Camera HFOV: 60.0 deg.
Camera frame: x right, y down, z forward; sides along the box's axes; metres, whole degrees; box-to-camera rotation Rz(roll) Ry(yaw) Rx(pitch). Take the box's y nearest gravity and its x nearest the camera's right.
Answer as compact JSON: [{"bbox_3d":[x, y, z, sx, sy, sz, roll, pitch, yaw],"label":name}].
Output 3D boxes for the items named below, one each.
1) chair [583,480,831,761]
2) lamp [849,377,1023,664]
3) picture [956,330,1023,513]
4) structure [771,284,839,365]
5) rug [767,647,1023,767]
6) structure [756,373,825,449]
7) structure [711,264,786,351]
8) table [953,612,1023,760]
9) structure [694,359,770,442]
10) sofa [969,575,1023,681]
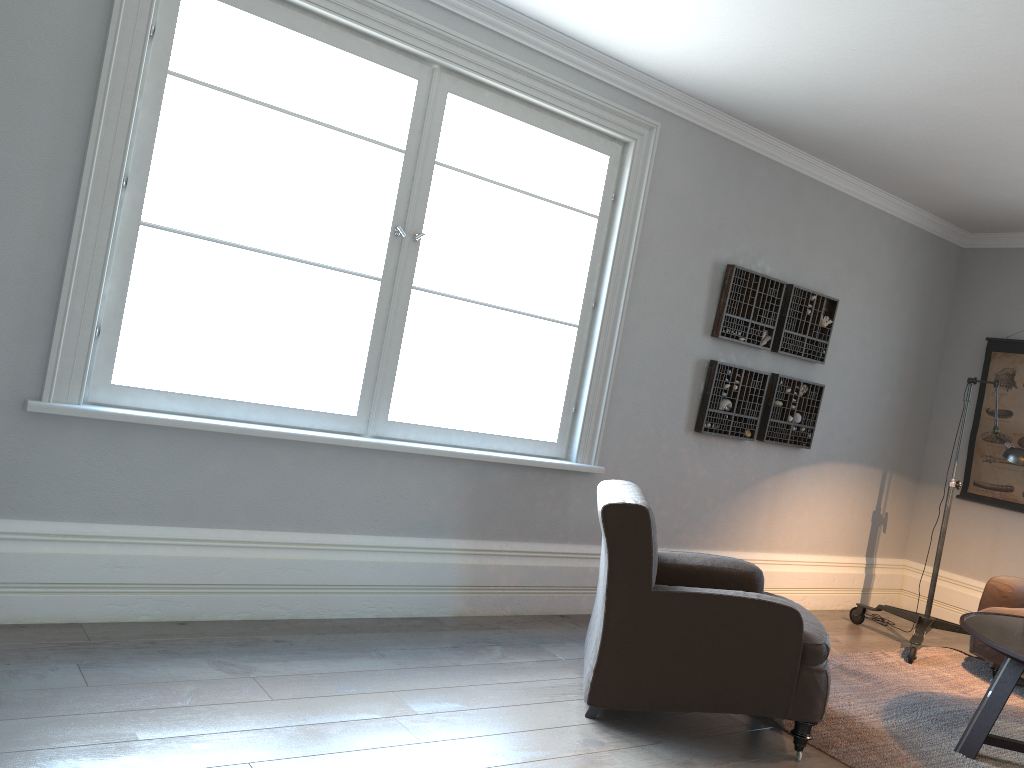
[{"bbox_3d":[0.755,0.878,3.500,0.970,0.795,0.807,11,1,5],"label":"chair"},{"bbox_3d":[2.672,0.785,5.395,0.797,1.644,1.864,11,1,2],"label":"lamp"},{"bbox_3d":[3.448,0.195,5.854,0.057,1.313,0.793,10,1,-36],"label":"picture"},{"bbox_3d":[1.799,-0.358,5.398,0.467,0.416,0.105,10,1,-36],"label":"structure"},{"bbox_3d":[2.427,1.547,3.455,2.398,0.090,2.820,10,1,-36],"label":"rug"},{"bbox_3d":[1.712,0.171,5.421,0.467,0.416,0.086,10,1,-36],"label":"structure"},{"bbox_3d":[1.358,-0.434,5.102,0.467,0.416,0.099,10,1,-36],"label":"structure"},{"bbox_3d":[2.417,1.347,3.456,1.299,0.503,1.300,10,1,-43],"label":"table"},{"bbox_3d":[1.273,0.102,5.098,0.467,0.416,0.086,10,1,-36],"label":"structure"},{"bbox_3d":[3.431,1.350,4.172,0.968,0.824,2.166,10,1,-36],"label":"sofa"}]
